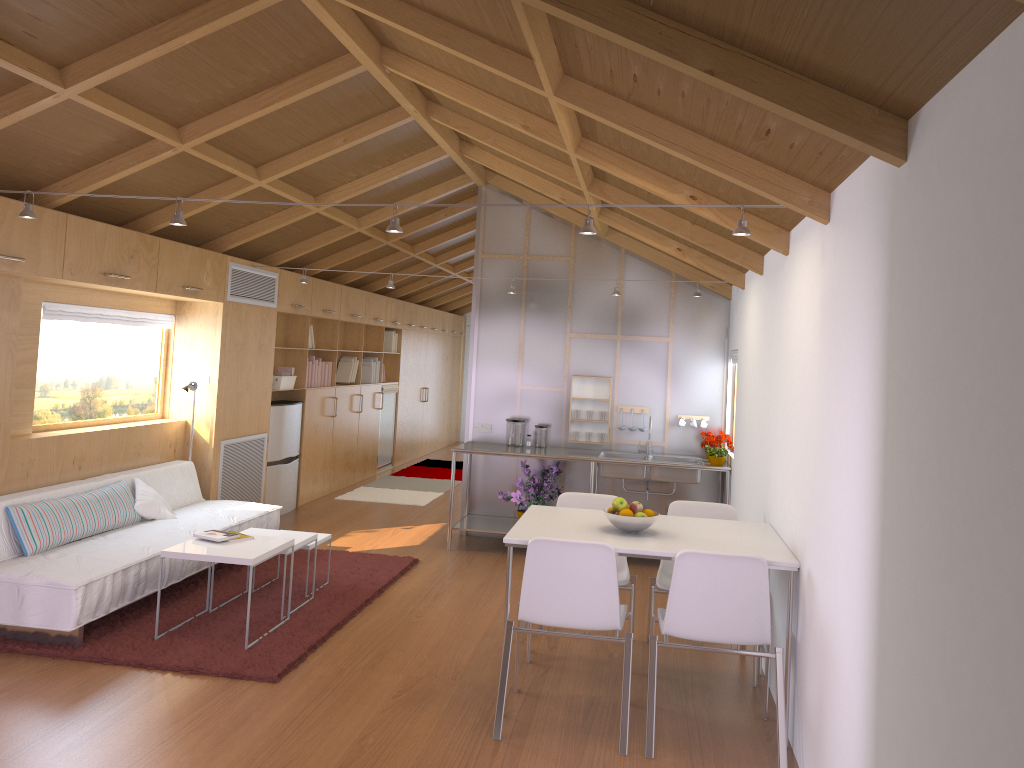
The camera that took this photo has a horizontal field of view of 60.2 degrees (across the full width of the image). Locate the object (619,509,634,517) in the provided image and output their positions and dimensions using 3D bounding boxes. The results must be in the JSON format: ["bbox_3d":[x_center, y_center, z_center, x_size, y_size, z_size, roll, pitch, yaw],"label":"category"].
[{"bbox_3d":[0.511,0.592,3.953,0.067,0.068,0.067,3,-1,-15],"label":"object"}]

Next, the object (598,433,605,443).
[{"bbox_3d":[0.730,0.442,7.226,0.061,0.077,0.061,3,-1,-17],"label":"object"}]

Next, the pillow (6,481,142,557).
[{"bbox_3d":[-2.461,0.749,5.055,0.171,0.252,1.039,3,1,9],"label":"pillow"}]

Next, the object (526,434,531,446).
[{"bbox_3d":[0.136,0.457,7.167,0.037,0.093,0.037,2,-2,24],"label":"object"}]

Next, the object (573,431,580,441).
[{"bbox_3d":[0.526,0.430,7.259,0.061,0.077,0.061,3,-1,21],"label":"object"}]

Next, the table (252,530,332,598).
[{"bbox_3d":[-1.351,1.103,5.454,0.342,0.309,0.368,3,0,9],"label":"table"}]

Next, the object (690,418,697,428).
[{"bbox_3d":[1.466,0.313,7.135,0.059,0.081,0.062,3,-1,16],"label":"object"}]

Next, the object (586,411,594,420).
[{"bbox_3d":[0.637,0.258,7.251,0.061,0.077,0.061,3,-1,-17],"label":"object"}]

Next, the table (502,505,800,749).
[{"bbox_3d":[0.608,1.044,4.060,1.209,0.745,0.897,3,0,9],"label":"table"}]

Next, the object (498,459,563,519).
[{"bbox_3d":[0.151,0.858,6.902,0.525,0.554,0.350,3,-1,0],"label":"object"}]

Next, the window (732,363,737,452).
[{"bbox_3d":[1.740,0.140,6.737,0.026,0.797,0.722,3,-1,9],"label":"window"}]

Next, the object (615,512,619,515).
[{"bbox_3d":[0.506,0.609,4.022,0.080,0.090,0.078,3,-1,-32],"label":"object"}]

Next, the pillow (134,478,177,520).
[{"bbox_3d":[-2.289,0.738,5.659,0.266,0.252,0.346,3,0,-27],"label":"pillow"}]

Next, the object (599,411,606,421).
[{"bbox_3d":[0.740,0.264,7.235,0.061,0.077,0.061,3,-1,-17],"label":"object"}]

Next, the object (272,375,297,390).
[{"bbox_3d":[-2.112,-0.016,8.008,0.203,0.123,0.349,3,1,9],"label":"object"}]

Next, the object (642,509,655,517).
[{"bbox_3d":[0.618,0.603,4.014,0.067,0.066,0.068,3,-1,-37],"label":"object"}]

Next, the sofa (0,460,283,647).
[{"bbox_3d":[-2.249,0.916,5.294,0.863,0.630,2.349,3,1,9],"label":"sofa"}]

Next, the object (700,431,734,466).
[{"bbox_3d":[1.565,0.491,6.802,0.233,0.235,0.687,3,1,9],"label":"object"}]

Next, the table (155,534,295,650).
[{"bbox_3d":[-1.479,1.056,4.606,0.485,0.439,0.523,3,0,9],"label":"table"}]

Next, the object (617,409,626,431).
[{"bbox_3d":[0.896,0.289,7.208,0.074,0.183,0.074,1,-3,40],"label":"object"}]

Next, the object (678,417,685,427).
[{"bbox_3d":[1.374,0.306,7.155,0.059,0.080,0.062,3,-1,9],"label":"object"}]

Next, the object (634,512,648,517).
[{"bbox_3d":[0.577,0.609,3.958,0.070,0.069,0.077,3,0,9],"label":"object"}]

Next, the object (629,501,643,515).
[{"bbox_3d":[0.562,0.565,4.008,0.061,0.067,0.063,4,-1,-43],"label":"object"}]

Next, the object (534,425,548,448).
[{"bbox_3d":[0.238,0.430,7.250,0.113,0.177,0.113,2,-2,30],"label":"object"}]

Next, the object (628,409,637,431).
[{"bbox_3d":[0.980,0.294,7.195,0.074,0.183,0.074,1,-3,40],"label":"object"}]

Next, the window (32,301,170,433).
[{"bbox_3d":[-2.761,-0.119,5.985,0.035,0.792,1.493,3,1,9],"label":"window"}]

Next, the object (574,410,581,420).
[{"bbox_3d":[0.535,0.252,7.267,0.061,0.077,0.061,3,-1,21],"label":"object"}]

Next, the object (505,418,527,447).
[{"bbox_3d":[0.029,0.398,7.264,0.172,0.216,0.171,3,-1,22],"label":"object"}]

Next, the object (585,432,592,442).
[{"bbox_3d":[0.628,0.436,7.242,0.061,0.077,0.061,3,-1,-17],"label":"object"}]

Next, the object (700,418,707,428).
[{"bbox_3d":[1.544,0.316,7.128,0.059,0.080,0.062,3,-1,9],"label":"object"}]

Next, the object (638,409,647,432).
[{"bbox_3d":[1.065,0.299,7.182,0.074,0.183,0.074,1,-3,40],"label":"object"}]

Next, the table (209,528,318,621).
[{"bbox_3d":[-1.410,1.074,5.060,0.424,0.384,0.457,3,0,9],"label":"table"}]

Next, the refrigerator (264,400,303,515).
[{"bbox_3d":[-2.131,0.662,7.984,0.262,0.990,0.711,3,-1,9],"label":"refrigerator"}]
